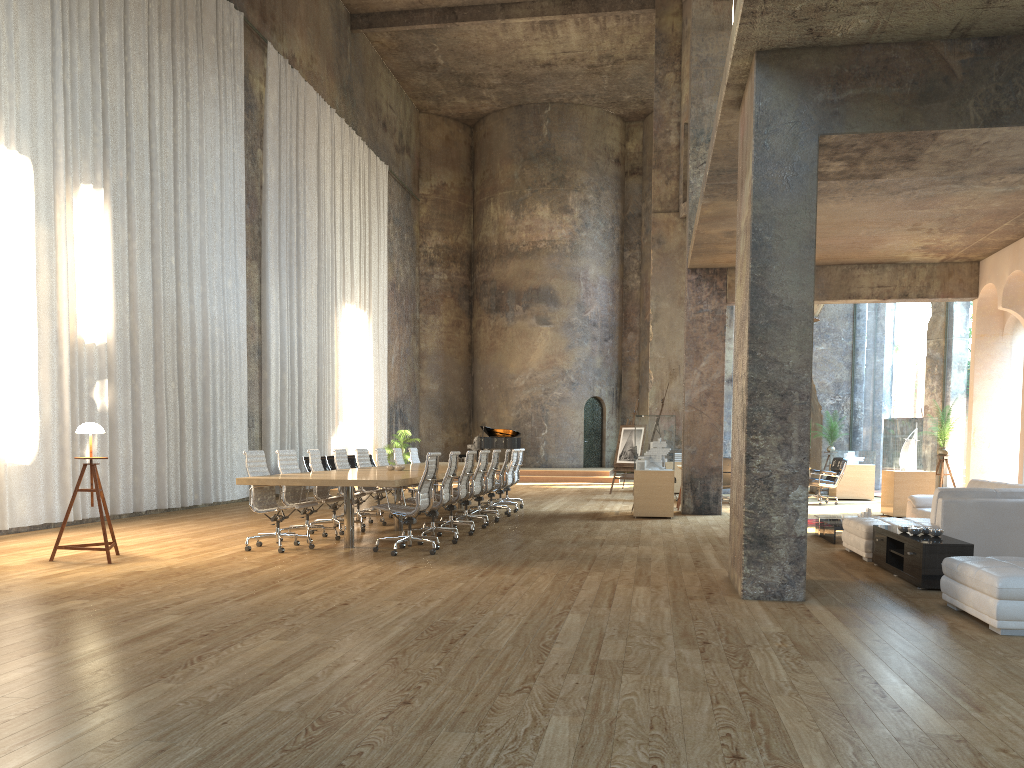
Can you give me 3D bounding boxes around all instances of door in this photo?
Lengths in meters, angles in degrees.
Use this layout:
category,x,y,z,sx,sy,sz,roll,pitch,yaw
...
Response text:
category,x,y,z,sx,sy,sz,roll,pitch,yaw
door,2.572,1.549,28.286,0.901,2.310,0.091,-1,4,-33

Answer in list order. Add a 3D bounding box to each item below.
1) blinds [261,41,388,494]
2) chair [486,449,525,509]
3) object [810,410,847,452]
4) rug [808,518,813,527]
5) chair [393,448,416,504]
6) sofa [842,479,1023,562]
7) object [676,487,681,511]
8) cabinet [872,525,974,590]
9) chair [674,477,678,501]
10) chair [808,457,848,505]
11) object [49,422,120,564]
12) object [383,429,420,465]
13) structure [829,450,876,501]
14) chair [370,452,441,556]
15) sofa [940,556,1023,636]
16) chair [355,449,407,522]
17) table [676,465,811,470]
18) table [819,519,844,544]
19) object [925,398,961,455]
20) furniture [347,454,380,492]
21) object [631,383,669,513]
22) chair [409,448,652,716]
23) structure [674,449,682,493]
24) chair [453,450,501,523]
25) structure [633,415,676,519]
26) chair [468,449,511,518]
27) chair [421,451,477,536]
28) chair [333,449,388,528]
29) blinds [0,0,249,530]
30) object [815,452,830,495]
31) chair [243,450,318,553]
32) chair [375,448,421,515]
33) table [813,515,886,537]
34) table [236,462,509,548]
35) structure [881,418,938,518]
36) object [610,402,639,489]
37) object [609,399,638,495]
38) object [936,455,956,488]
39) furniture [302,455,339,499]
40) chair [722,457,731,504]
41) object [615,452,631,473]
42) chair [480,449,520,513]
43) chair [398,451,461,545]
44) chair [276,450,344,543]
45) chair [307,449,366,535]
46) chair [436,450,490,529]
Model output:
category,x,y,z,sx,sy,sz,roll,pitch,yaw
blinds,-4.061,-1.920,20.645,0.275,8.692,7.801,1,1,10
chair,-0.113,1.623,15.138,0.698,1.031,0.662,1,2,15
object,6.889,1.018,19.178,0.858,0.945,0.685,0,1,12
rug,4.458,1.992,12.631,2.461,0.009,1.343,0,-4,9
chair,-1.608,1.566,14.430,0.698,1.031,0.662,1,2,12
sofa,4.613,1.440,9.677,2.063,0.725,2.922,0,-3,9
object,3.116,1.511,15.024,0.570,1.305,0.655,1,2,9
cabinet,3.463,1.467,7.537,0.396,0.370,1.558,0,-3,9
chair,2.857,1.844,17.147,0.820,0.898,0.727,0,1,5
chair,5.861,1.832,16.655,0.820,0.898,0.727,0,1,3
object,-3.843,1.002,8.124,0.569,1.305,0.656,3,3,42
object,-2.953,1.950,23.517,1.092,1.465,1.124,0,1,0
structure,7.004,1.876,18.122,0.735,1.020,0.740,1,1,9
chair,-1.067,1.201,8.922,0.698,1.031,0.662,1,2,15
sofa,3.952,1.159,5.533,2.067,0.725,1.068,0,-1,9
chair,-1.889,1.444,12.638,0.698,1.031,0.663,1,2,18
table,4.390,1.933,16.898,2.409,0.704,1.102,0,-2,9
table,4.117,1.749,10.415,0.790,0.203,1.108,0,-4,9
object,6.906,0.677,14.073,0.688,0.945,0.856,0,0,0
furniture,-3.157,2.018,20.005,0.708,0.845,1.868,1,-2,9
object,2.299,1.051,14.319,0.684,2.160,0.697,1,3,8
chair,1.337,1.621,14.860,12.947,1.036,31.438,0,-4,9
structure,3.837,1.976,19.950,0.743,1.020,0.732,1,1,9
chair,-0.493,1.445,12.516,0.698,1.031,0.662,1,2,15
structure,2.178,1.265,13.455,0.594,1.557,0.739,1,2,9
chair,-0.340,1.508,13.435,0.699,1.031,0.662,1,2,9
chair,-0.773,1.326,10.762,0.698,1.031,0.662,1,2,15
chair,-2.031,1.385,11.771,0.698,1.031,0.662,1,2,15
blinds,-5.422,-2.499,12.123,0.275,8.692,7.801,1,1,10
object,7.024,1.966,19.141,0.657,0.978,0.569,-1,2,-45
chair,-2.408,1.207,9.149,0.698,1.031,0.662,1,2,15
chair,-1.750,1.504,13.525,0.698,1.031,0.662,1,2,15
table,4.175,1.752,10.777,0.859,0.248,0.369,0,-1,9
table,-1.288,1.551,12.226,1.600,0.761,7.698,0,-4,9
structure,6.197,1.312,13.744,0.594,1.557,0.739,1,2,9
object,2.835,1.520,21.276,0.682,2.160,0.698,3,4,35
object,2.642,1.393,19.397,0.699,2.160,0.682,3,4,41
object,6.838,1.631,14.141,0.658,0.978,0.568,0,2,-27
furniture,-3.533,1.858,17.651,0.708,0.845,1.868,1,-2,9
chair,3.781,1.791,16.261,0.729,0.897,0.818,0,0,3
object,3.795,2.404,28.567,0.911,0.996,0.904,1,0,20
chair,-0.214,1.565,14.280,0.698,1.031,0.663,1,2,18
chair,-0.915,1.265,9.857,0.698,1.031,0.662,1,2,12
chair,-2.301,1.265,10.005,0.698,1.031,0.663,1,2,18
chair,-2.166,1.322,10.849,0.699,1.031,0.662,1,2,9
chair,-0.634,1.386,11.648,0.698,1.031,0.663,1,2,18
